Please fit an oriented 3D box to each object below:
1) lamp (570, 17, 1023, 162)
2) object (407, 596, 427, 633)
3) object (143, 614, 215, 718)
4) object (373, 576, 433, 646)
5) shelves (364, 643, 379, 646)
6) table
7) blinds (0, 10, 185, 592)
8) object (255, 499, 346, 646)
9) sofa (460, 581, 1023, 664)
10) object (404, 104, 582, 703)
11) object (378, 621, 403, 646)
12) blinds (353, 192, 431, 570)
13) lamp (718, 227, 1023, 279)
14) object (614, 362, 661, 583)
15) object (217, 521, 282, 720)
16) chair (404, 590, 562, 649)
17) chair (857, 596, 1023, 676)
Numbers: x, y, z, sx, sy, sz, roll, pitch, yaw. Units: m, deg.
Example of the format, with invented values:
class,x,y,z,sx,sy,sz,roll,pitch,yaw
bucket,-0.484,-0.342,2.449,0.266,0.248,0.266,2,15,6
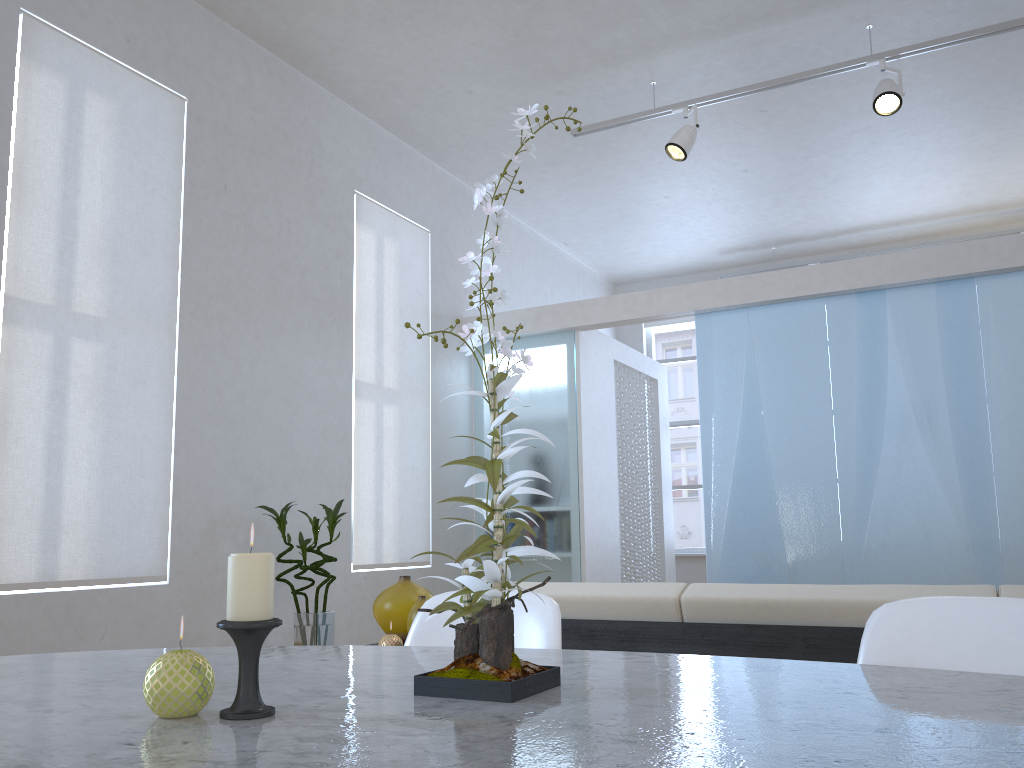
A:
class,x,y,z,sx,sy,sz,roll,pitch,yaw
lamp,1.718,-1.501,4.296,3.121,0.484,0.206,-6,-10,25
object,-0.272,0.726,2.694,0.096,0.159,0.096,2,-9,-21
object,-0.309,0.260,0.824,0.062,0.091,0.063,1,-9,-15
object,-0.343,0.727,2.851,0.207,0.214,0.208,2,-10,-21
shelves,-0.287,1.047,2.765,0.349,0.449,0.732,-6,-11,27
table,-0.024,0.591,0.680,1.912,0.620,1.074,-6,-11,26
blinds,-1.611,-0.285,3.452,0.007,2.101,0.764,-5,-9,27
object,-0.962,1.014,4.017,0.380,0.976,0.486,-1,-9,0
sofa,1.179,0.925,2.799,5.343,0.676,9.759,-6,-11,27
object,-0.038,0.009,0.956,0.202,0.635,0.167,5,-10,-34
object,-0.343,0.723,2.510,0.071,0.103,0.071,5,-11,-35
blinds,-0.690,0.006,5.194,0.007,2.102,0.764,-5,-9,27
lamp,3.218,-1.028,7.134,3.122,0.484,0.198,-6,-10,26
object,0.923,0.885,6.512,0.051,2.006,0.926,-5,-9,27
object,-0.244,0.217,0.826,0.059,0.176,0.059,-3,-9,12
chair,-0.118,0.476,1.231,0.406,0.350,0.421,-6,-10,26
chair,0.474,0.408,0.900,0.406,0.350,0.420,-6,-11,31
